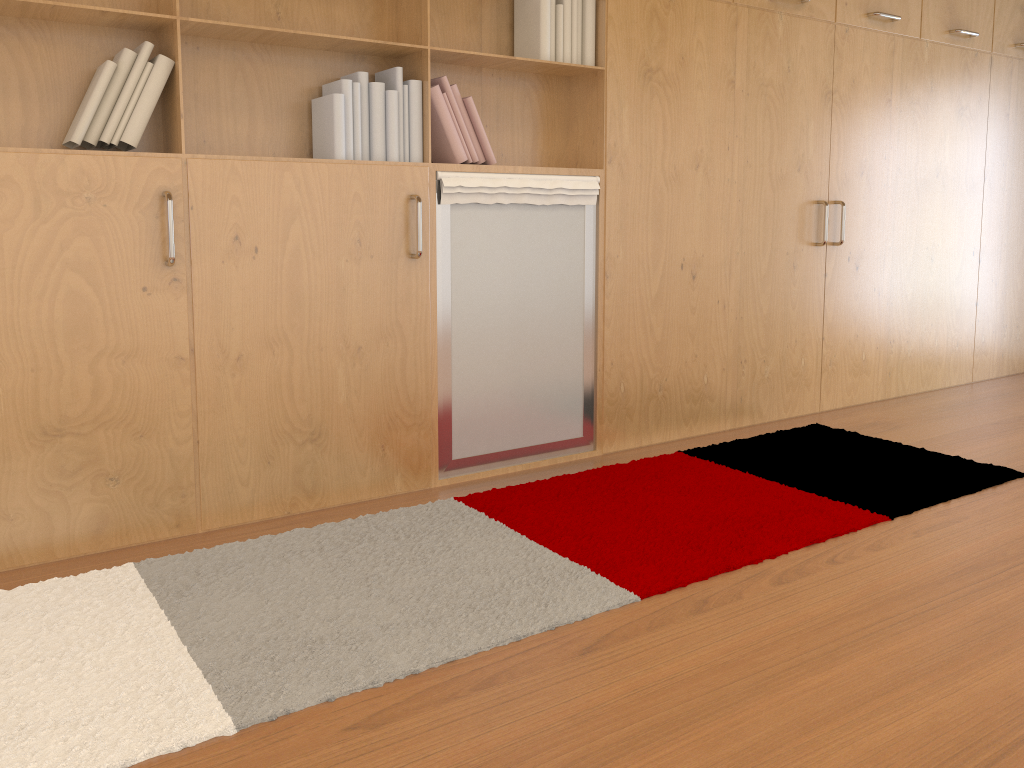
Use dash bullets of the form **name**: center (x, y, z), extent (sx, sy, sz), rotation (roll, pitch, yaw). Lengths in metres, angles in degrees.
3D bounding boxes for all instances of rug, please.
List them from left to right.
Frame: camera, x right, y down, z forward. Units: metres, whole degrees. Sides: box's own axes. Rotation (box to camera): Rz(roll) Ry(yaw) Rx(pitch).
- **rug**: center (0.074, 0.457, 2.556), extent (3.732, 0.011, 0.924), rotation (-7, 13, -34)

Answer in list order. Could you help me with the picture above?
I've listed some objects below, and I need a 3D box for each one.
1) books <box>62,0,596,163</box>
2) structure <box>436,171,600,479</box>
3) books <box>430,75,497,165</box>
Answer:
- **books**: center (-1.010, -0.989, 2.534), extent (3.118, 0.652, 0.190), rotation (-7, 10, -34)
- **structure**: center (-0.033, -0.246, 3.314), extent (0.727, 1.069, 0.317), rotation (-5, 9, -34)
- **books**: center (-0.208, -0.915, 3.098), extent (0.280, 0.294, 0.177), rotation (-6, 10, -34)
